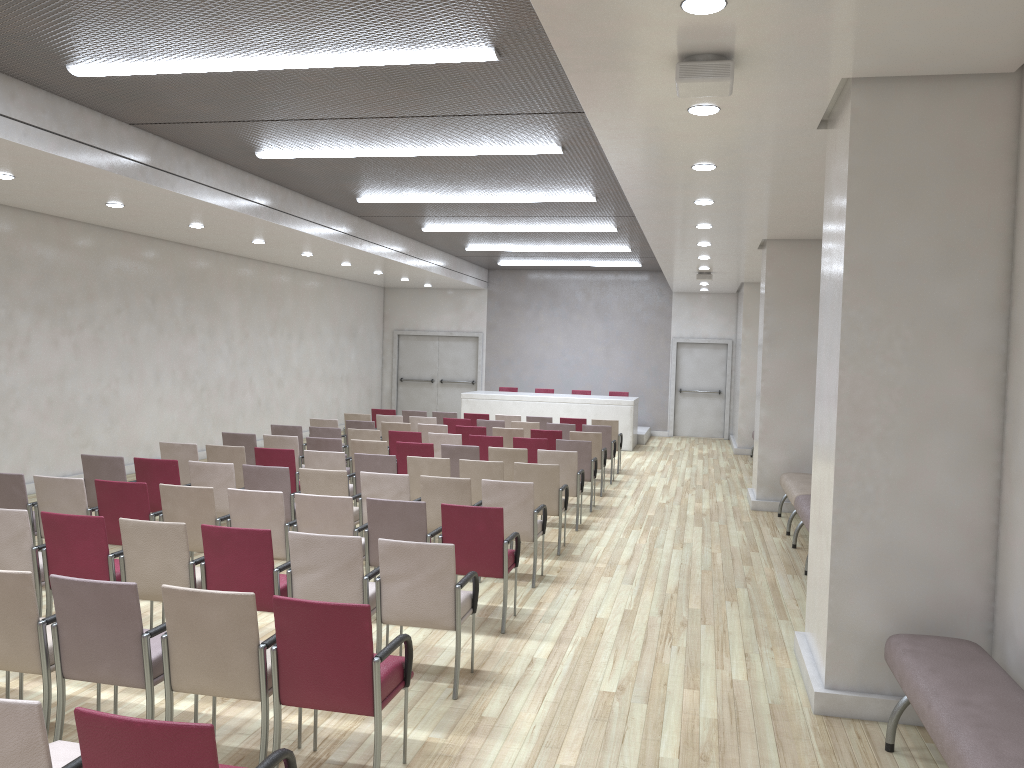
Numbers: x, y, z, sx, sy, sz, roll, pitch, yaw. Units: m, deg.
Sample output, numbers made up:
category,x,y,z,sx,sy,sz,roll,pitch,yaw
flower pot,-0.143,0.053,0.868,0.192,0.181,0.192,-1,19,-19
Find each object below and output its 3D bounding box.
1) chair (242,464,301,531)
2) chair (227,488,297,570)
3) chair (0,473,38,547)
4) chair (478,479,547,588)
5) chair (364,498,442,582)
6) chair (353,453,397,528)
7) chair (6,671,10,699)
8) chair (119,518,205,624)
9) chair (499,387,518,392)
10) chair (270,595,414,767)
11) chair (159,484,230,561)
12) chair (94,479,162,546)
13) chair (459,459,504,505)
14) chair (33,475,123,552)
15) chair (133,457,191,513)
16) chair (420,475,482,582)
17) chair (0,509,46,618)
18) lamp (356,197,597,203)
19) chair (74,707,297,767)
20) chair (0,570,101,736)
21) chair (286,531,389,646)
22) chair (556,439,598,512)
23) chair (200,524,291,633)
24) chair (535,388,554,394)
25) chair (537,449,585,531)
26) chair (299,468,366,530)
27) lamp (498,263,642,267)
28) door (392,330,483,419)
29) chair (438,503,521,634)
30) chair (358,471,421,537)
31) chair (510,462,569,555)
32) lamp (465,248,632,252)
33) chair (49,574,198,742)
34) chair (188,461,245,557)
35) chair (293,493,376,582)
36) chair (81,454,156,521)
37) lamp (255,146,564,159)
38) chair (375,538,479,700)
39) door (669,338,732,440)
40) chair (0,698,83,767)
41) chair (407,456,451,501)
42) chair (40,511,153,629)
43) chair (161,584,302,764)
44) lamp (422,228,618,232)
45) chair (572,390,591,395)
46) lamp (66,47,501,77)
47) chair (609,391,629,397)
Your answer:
category,x,y,z,sx,sy,sz,roll,pitch,yaw
chair,-2.125,1.156,8.115,0.513,0.890,0.640,2,2,12
chair,-1.837,1.214,6.812,0.513,0.890,0.640,2,2,13
chair,-3.993,1.129,7.277,0.513,0.890,0.640,2,2,12
chair,0.014,1.240,7.663,0.513,0.890,0.640,2,2,13
chair,-0.772,1.255,6.582,0.513,0.890,0.640,2,2,13
chair,-1.326,1.140,9.206,0.513,0.890,0.640,2,2,13
chair,-2.900,1.266,4.508,0.513,0.890,0.640,2,2,13
chair,-2.103,1.250,5.600,0.513,0.890,0.640,2,2,12
chair,-0.151,0.530,20.467,0.513,0.890,0.640,2,2,11
chair,-0.760,1.350,4.056,0.513,0.890,0.640,2,2,13
chair,-2.386,1.192,6.919,0.513,0.890,0.640,2,2,12
chair,-2.923,1.172,7.028,0.513,0.890,0.640,2,2,12
chair,-0.257,1.182,8.971,0.513,0.890,0.640,2,2,11
chair,-3.454,1.151,7.145,0.513,0.890,0.640,2,2,12
chair,-3.194,1.113,8.360,0.513,0.890,0.640,2,2,12
chair,-0.513,1.219,7.782,0.513,0.890,0.640,2,2,12
chair,-3.173,1.208,5.844,0.513,0.890,0.640,2,2,13
lamp,-0.509,-2.474,11.953,3.304,0.045,0.198,2,2,12
chair,-1.014,1.387,2.845,0.513,0.890,0.640,2,2,12
chair,-2.375,1.286,4.406,0.513,0.890,0.640,2,2,11
chair,-1.029,1.292,5.376,0.513,0.890,0.640,2,2,11
chair,0.808,1.130,11.265,0.513,0.890,0.640,2,2,12
chair,-1.572,1.271,5.492,0.513,0.890,0.640,2,2,12
chair,0.687,0.563,20.286,0.513,0.890,0.640,2,2,11
chair,0.544,1.167,10.063,0.513,0.890,0.640,2,2,11
chair,-1.597,1.177,8.005,0.513,0.890,0.640,2,2,12
lamp,1.300,-2.729,20.296,3.304,0.045,0.198,2,2,12
door,-1.919,-0.143,22.817,2.373,2.400,0.200,2,2,12
chair,-0.229,1.277,6.447,0.513,0.890,0.640,2,2,12
chair,-1.041,1.198,7.894,0.513,0.890,0.640,2,2,13
chair,0.284,1.203,8.871,0.513,0.890,0.640,2,2,12
lamp,0.696,-2.644,17.510,3.304,0.045,0.198,2,2,12
chair,-1.831,1.308,4.278,0.513,0.890,0.640,2,2,13
chair,-2.651,1.135,8.246,0.513,0.890,0.640,2,2,12
chair,-1.312,1.235,6.687,0.513,0.890,0.640,2,2,12
chair,-3.730,1.092,8.474,0.513,0.890,0.640,2,2,13
lamp,-1.106,-2.390,9.198,3.304,0.045,0.198,2,2,12
chair,-0.492,1.314,5.256,0.513,0.890,0.640,2,2,12
door,4.551,0.112,21.422,1.400,2.400,0.200,2,2,12
chair,-1.561,1.366,2.967,0.513,0.890,0.640,2,2,13
chair,-0.786,1.161,9.101,0.513,0.890,0.640,2,2,12
chair,-2.639,1.229,5.720,0.513,0.890,0.640,2,2,13
chair,-1.286,1.329,4.174,0.513,0.890,0.640,2,2,11
lamp,0.101,-2.560,14.768,3.304,0.045,0.198,2,2,12
chair,1.526,0.596,20.105,0.513,0.890,0.640,2,2,11
lamp,-1.713,-2.305,6.401,3.304,0.045,0.198,2,2,12
chair,2.364,0.628,19.925,0.513,0.890,0.640,2,2,11
